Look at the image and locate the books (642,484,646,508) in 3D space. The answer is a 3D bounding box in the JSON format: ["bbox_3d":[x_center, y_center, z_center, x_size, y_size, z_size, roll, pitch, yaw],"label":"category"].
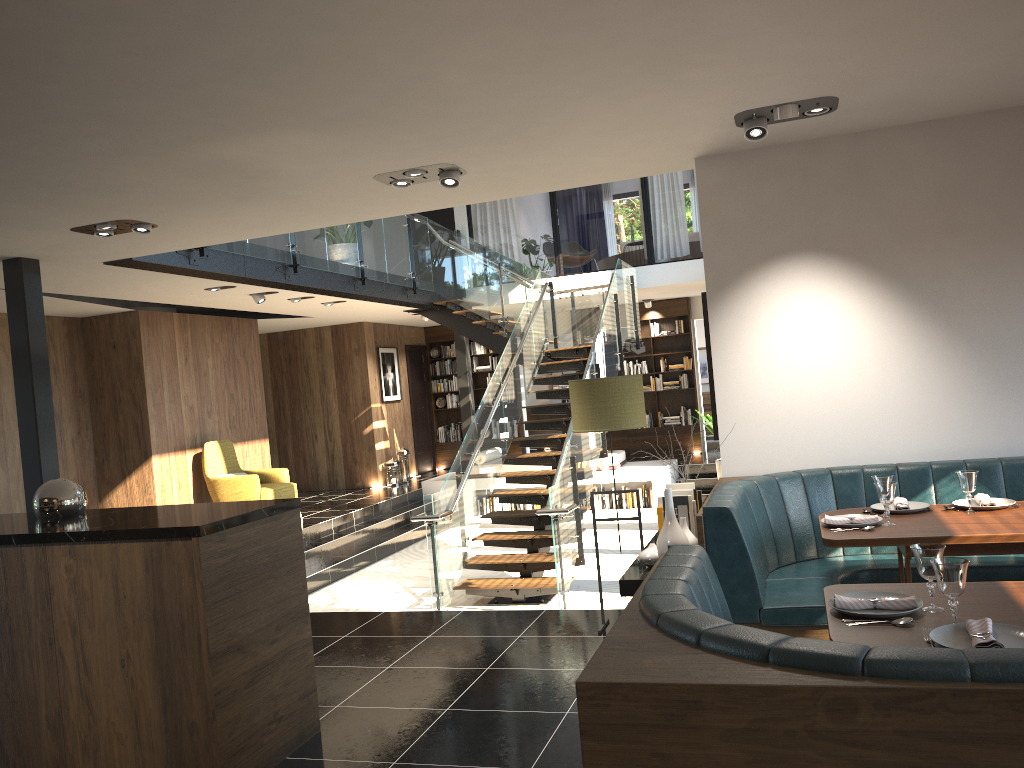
[{"bbox_3d":[1.920,1.617,12.834,0.042,0.328,0.205,-5,0,18],"label":"books"}]

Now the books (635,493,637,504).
[{"bbox_3d":[1.823,1.666,12.843,0.021,0.248,0.197,-5,0,18],"label":"books"}]

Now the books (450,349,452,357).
[{"bbox_3d":[-1.098,-0.580,16.627,0.035,0.156,0.186,-5,0,18],"label":"books"}]

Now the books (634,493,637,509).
[{"bbox_3d":[1.800,1.669,12.845,0.024,0.246,0.211,-5,0,18],"label":"books"}]

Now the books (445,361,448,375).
[{"bbox_3d":[-1.202,-0.305,16.670,0.032,0.255,0.160,-5,0,18],"label":"books"}]

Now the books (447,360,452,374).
[{"bbox_3d":[-1.155,-0.319,16.636,0.033,0.273,0.189,-5,0,18],"label":"books"}]

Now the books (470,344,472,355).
[{"bbox_3d":[-0.725,-0.638,16.498,0.021,0.204,0.224,-5,0,18],"label":"books"}]

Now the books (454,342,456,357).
[{"bbox_3d":[-1.029,-0.648,16.570,0.012,0.278,0.228,-5,0,18],"label":"books"}]

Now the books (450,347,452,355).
[{"bbox_3d":[-1.121,-0.602,16.662,0.025,0.203,0.156,-5,0,18],"label":"books"}]

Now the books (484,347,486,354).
[{"bbox_3d":[-0.476,-0.670,16.458,0.042,0.223,0.163,-5,0,18],"label":"books"}]

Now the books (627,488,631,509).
[{"bbox_3d":[1.715,1.657,12.895,0.025,0.285,0.164,-5,0,18],"label":"books"}]

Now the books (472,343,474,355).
[{"bbox_3d":[-0.680,-0.656,16.475,0.014,0.231,0.280,-5,0,18],"label":"books"}]

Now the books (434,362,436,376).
[{"bbox_3d":[-1.435,-0.284,16.755,0.066,0.255,0.127,-5,1,17],"label":"books"}]

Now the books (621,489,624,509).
[{"bbox_3d":[1.629,1.665,12.946,0.027,0.284,0.177,-5,0,18],"label":"books"}]

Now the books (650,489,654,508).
[{"bbox_3d":[2.040,1.638,12.766,0.037,0.264,0.272,-5,0,18],"label":"books"}]

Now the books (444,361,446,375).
[{"bbox_3d":[-1.235,-0.307,16.653,0.019,0.264,0.175,-5,0,18],"label":"books"}]

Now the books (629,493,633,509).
[{"bbox_3d":[1.733,1.674,12.865,0.025,0.249,0.208,-5,0,18],"label":"books"}]

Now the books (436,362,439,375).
[{"bbox_3d":[-1.372,-0.290,16.707,0.035,0.255,0.183,-5,0,18],"label":"books"}]

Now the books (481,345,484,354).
[{"bbox_3d":[-0.516,-0.661,16.455,0.034,0.211,0.205,-5,0,18],"label":"books"}]

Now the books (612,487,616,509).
[{"bbox_3d":[1.505,1.663,12.968,0.027,0.312,0.189,-5,0,18],"label":"books"}]

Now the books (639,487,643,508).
[{"bbox_3d":[1.884,1.642,12.832,0.028,0.285,0.210,-5,0,18],"label":"books"}]

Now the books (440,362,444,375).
[{"bbox_3d":[-1.296,-0.291,16.664,0.039,0.243,0.179,-5,0,17],"label":"books"}]

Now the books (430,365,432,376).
[{"bbox_3d":[-1.498,-0.259,16.775,0.023,0.215,0.148,-5,0,18],"label":"books"}]

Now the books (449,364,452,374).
[{"bbox_3d":[-1.128,-0.279,16.617,0.025,0.188,0.181,-5,0,18],"label":"books"}]

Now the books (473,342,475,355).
[{"bbox_3d":[-0.670,-0.661,16.467,0.013,0.239,0.255,-5,0,18],"label":"books"}]

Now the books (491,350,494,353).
[{"bbox_3d":[-0.343,-0.722,16.362,0.017,0.302,0.266,-5,0,18],"label":"books"}]

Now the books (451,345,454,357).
[{"bbox_3d":[-1.071,-0.620,16.598,0.039,0.230,0.205,-5,0,18],"label":"books"}]

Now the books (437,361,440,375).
[{"bbox_3d":[-1.347,-0.298,16.695,0.022,0.267,0.197,-5,0,18],"label":"books"}]

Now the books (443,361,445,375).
[{"bbox_3d":[-1.247,-0.302,16.676,0.018,0.256,0.172,-5,0,18],"label":"books"}]

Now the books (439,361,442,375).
[{"bbox_3d":[-1.322,-0.297,16.692,0.027,0.260,0.181,-5,0,18],"label":"books"}]

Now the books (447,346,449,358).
[{"bbox_3d":[-1.181,-0.603,16.657,0.059,0.216,0.159,-5,0,18],"label":"books"}]

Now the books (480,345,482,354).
[{"bbox_3d":[-0.545,-0.638,16.470,0.034,0.171,0.158,-5,0,18],"label":"books"}]

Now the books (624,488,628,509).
[{"bbox_3d":[1.672,1.662,12.908,0.023,0.283,0.175,-5,0,18],"label":"books"}]

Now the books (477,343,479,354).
[{"bbox_3d":[-0.601,-0.655,16.473,0.019,0.216,0.214,-5,0,18],"label":"books"}]

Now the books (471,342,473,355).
[{"bbox_3d":[-0.697,-0.657,16.502,0.033,0.237,0.231,-5,0,18],"label":"books"}]

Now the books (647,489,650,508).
[{"bbox_3d":[1.981,1.648,12.818,0.019,0.255,0.180,-5,0,18],"label":"books"}]

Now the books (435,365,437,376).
[{"bbox_3d":[-1.398,-0.262,16.717,0.025,0.204,0.192,-5,0,18],"label":"books"}]

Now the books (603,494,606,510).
[{"bbox_3d":[1.371,1.705,12.996,0.036,0.253,0.177,-5,0,18],"label":"books"}]

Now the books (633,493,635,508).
[{"bbox_3d":[1.790,1.685,12.883,0.022,0.216,0.137,-5,0,18],"label":"books"}]

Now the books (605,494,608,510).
[{"bbox_3d":[1.397,1.701,12.988,0.019,0.256,0.186,-5,0,18],"label":"books"}]

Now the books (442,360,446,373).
[{"bbox_3d":[-1.263,-0.316,16.684,0.015,0.287,0.154,-5,1,18],"label":"books"}]

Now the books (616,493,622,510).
[{"bbox_3d":[1.560,1.699,12.933,0.032,0.229,0.228,-5,0,18],"label":"books"}]

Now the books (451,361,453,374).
[{"bbox_3d":[-1.095,-0.308,16.643,0.028,0.240,0.148,-5,0,18],"label":"books"}]

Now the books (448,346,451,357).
[{"bbox_3d":[-1.145,-0.604,16.652,0.014,0.212,0.184,-5,0,18],"label":"books"}]

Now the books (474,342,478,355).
[{"bbox_3d":[-0.634,-0.683,16.429,0.011,0.276,0.287,-5,0,18],"label":"books"}]

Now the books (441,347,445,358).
[{"bbox_3d":[-1.274,-0.594,16.652,0.024,0.216,0.210,-5,0,18],"label":"books"}]

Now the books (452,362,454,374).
[{"bbox_3d":[-1.078,-0.304,16.624,0.014,0.230,0.172,-5,0,18],"label":"books"}]

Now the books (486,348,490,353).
[{"bbox_3d":[-0.438,-0.714,16.398,0.015,0.303,0.251,-5,0,18],"label":"books"}]

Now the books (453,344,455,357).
[{"bbox_3d":[-1.045,-0.627,16.577,0.025,0.239,0.220,-5,0,18],"label":"books"}]

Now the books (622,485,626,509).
[{"bbox_3d":[1.643,1.639,12.906,0.028,0.334,0.205,-5,0,18],"label":"books"}]

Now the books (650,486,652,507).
[{"bbox_3d":[2.012,1.629,12.813,0.043,0.287,0.147,-5,1,18],"label":"books"}]

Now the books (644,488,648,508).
[{"bbox_3d":[1.953,1.642,12.813,0.030,0.273,0.185,-5,0,18],"label":"books"}]

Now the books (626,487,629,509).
[{"bbox_3d":[1.693,1.650,12.904,0.021,0.302,0.167,-5,1,18],"label":"books"}]

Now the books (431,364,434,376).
[{"bbox_3d":[-1.482,-0.268,16.750,0.023,0.231,0.143,-5,0,18],"label":"books"}]

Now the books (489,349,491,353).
[{"bbox_3d":[-0.385,-0.691,16.426,0.064,0.247,0.209,-5,0,18],"label":"books"}]

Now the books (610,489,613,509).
[{"bbox_3d":[1.465,1.676,12.996,0.066,0.294,0.142,-5,1,18],"label":"books"}]

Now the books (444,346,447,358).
[{"bbox_3d":[-1.224,-0.602,16.663,0.026,0.222,0.202,-5,0,18],"label":"books"}]

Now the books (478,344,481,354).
[{"bbox_3d":[-0.574,-0.654,16.482,0.027,0.207,0.203,-5,0,18],"label":"books"}]

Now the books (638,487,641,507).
[{"bbox_3d":[1.858,1.645,12.860,0.039,0.284,0.199,-5,0,18],"label":"books"}]
